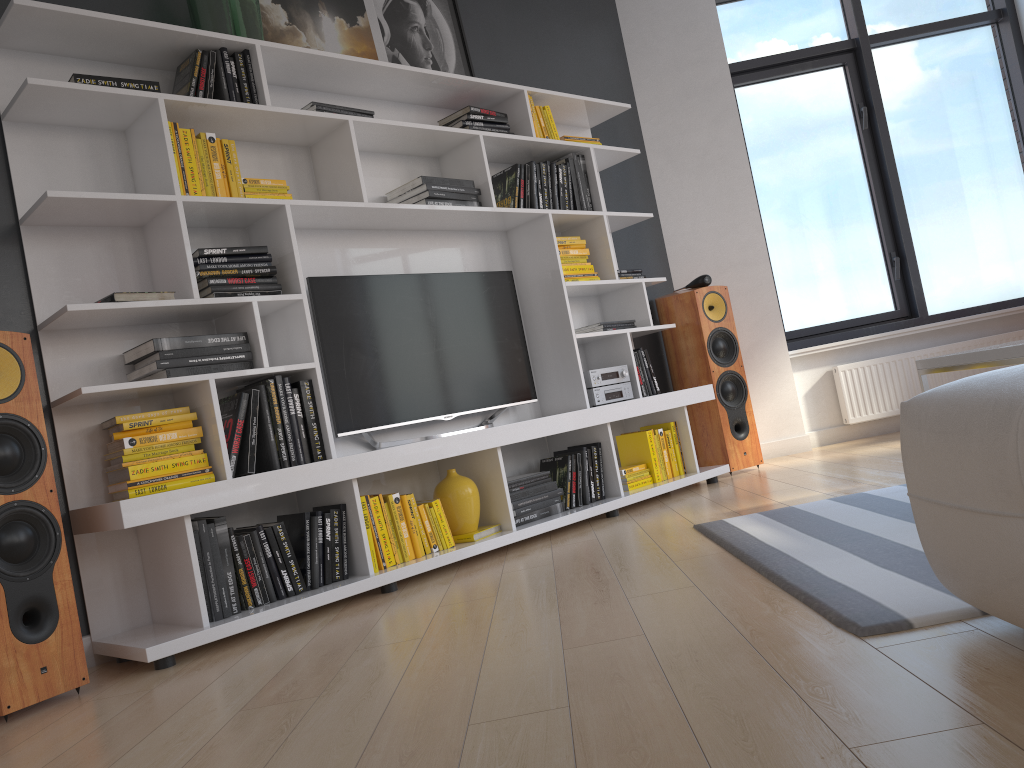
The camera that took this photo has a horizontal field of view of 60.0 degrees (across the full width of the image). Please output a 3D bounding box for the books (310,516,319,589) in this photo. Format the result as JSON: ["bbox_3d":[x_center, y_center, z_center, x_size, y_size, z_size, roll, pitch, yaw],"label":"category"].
[{"bbox_3d":[-0.719,0.585,3.070,0.069,0.242,0.172,-9,-3,-43],"label":"books"}]

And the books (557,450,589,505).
[{"bbox_3d":[0.278,0.431,4.024,0.069,0.242,0.172,-9,-3,-43],"label":"books"}]

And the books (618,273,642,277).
[{"bbox_3d":[0.564,-0.552,4.624,0.198,0.015,0.142,-9,-3,-45],"label":"books"}]

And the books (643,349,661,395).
[{"bbox_3d":[0.662,-0.048,4.614,0.066,0.242,0.177,-9,-3,-44],"label":"books"}]

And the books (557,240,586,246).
[{"bbox_3d":[0.234,-0.685,4.430,0.223,0.023,0.163,-9,-3,-40],"label":"books"}]

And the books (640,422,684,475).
[{"bbox_3d":[0.768,0.341,4.543,0.029,0.270,0.204,-9,-3,-44],"label":"books"}]

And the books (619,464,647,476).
[{"bbox_3d":[0.544,0.422,4.313,0.186,0.026,0.138,-9,-3,-44],"label":"books"}]

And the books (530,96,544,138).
[{"bbox_3d":[0.064,-1.263,4.329,0.054,0.224,0.164,-9,-3,-45],"label":"books"}]

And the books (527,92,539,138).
[{"bbox_3d":[0.044,-1.264,4.273,0.041,0.229,0.161,-9,-3,-45],"label":"books"}]

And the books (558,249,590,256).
[{"bbox_3d":[0.242,-0.634,4.428,0.239,0.033,0.176,-9,-3,-41],"label":"books"}]

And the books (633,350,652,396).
[{"bbox_3d":[0.622,-0.043,4.571,0.050,0.242,0.169,-9,-3,-44],"label":"books"}]

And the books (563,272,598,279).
[{"bbox_3d":[0.267,-0.513,4.404,0.257,0.024,0.203,-9,-3,-41],"label":"books"}]

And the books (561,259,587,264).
[{"bbox_3d":[0.245,-0.590,4.399,0.217,0.023,0.145,-9,-3,-40],"label":"books"}]

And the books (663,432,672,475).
[{"bbox_3d":[0.718,0.363,4.483,0.023,0.239,0.169,-9,-3,-44],"label":"books"}]

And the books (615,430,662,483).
[{"bbox_3d":[0.626,0.369,4.397,0.044,0.255,0.198,-9,-3,-44],"label":"books"}]

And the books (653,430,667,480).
[{"bbox_3d":[0.677,0.364,4.445,0.019,0.251,0.180,-9,-3,-44],"label":"books"}]

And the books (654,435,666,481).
[{"bbox_3d":[0.677,0.376,4.416,0.024,0.229,0.156,-9,-3,-44],"label":"books"}]

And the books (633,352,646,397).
[{"bbox_3d":[0.580,-0.032,4.549,0.053,0.240,0.189,-9,-3,-43],"label":"books"}]

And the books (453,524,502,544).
[{"bbox_3d":[-0.208,0.613,3.579,0.270,0.029,0.204,-13,-3,31],"label":"books"}]

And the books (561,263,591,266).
[{"bbox_3d":[0.242,-0.570,4.419,0.251,0.014,0.189,-9,-3,-41],"label":"books"}]

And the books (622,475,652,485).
[{"bbox_3d":[0.561,0.469,4.307,0.196,0.011,0.148,-9,-3,-44],"label":"books"}]

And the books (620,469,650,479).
[{"bbox_3d":[0.559,0.440,4.306,0.187,0.014,0.134,-9,-3,-44],"label":"books"}]

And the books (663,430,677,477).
[{"bbox_3d":[0.739,0.362,4.497,0.024,0.234,0.172,-9,-3,-44],"label":"books"}]

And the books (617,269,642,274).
[{"bbox_3d":[0.552,-0.569,4.637,0.213,0.023,0.161,-9,-3,-40],"label":"books"}]

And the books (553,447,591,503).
[{"bbox_3d":[0.275,0.426,4.059,0.075,0.254,0.192,-9,-3,-45],"label":"books"}]

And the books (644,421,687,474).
[{"bbox_3d":[0.781,0.339,4.568,0.025,0.270,0.213,-9,-3,-44],"label":"books"}]

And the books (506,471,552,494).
[{"bbox_3d":[-0.018,0.438,3.848,0.250,0.047,0.310,-13,-3,42],"label":"books"}]

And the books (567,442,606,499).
[{"bbox_3d":[0.345,0.412,4.127,0.066,0.260,0.197,-9,-3,-44],"label":"books"}]

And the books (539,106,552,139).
[{"bbox_3d":[0.124,-1.251,4.342,0.044,0.178,0.128,-9,-3,-44],"label":"books"}]

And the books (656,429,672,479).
[{"bbox_3d":[0.698,0.361,4.462,0.035,0.250,0.185,-9,-3,-44],"label":"books"}]

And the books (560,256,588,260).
[{"bbox_3d":[0.238,-0.608,4.421,0.239,0.019,0.171,-9,-3,-44],"label":"books"}]

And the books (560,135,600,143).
[{"bbox_3d":[0.293,-1.224,4.566,0.257,0.024,0.203,-9,-3,-41],"label":"books"}]

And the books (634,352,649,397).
[{"bbox_3d":[0.602,-0.035,4.561,0.049,0.236,0.170,-9,-3,-43],"label":"books"}]

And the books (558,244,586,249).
[{"bbox_3d":[0.231,-0.661,4.426,0.227,0.022,0.160,-10,-3,-28],"label":"books"}]

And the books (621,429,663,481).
[{"bbox_3d":[0.646,0.364,4.419,0.015,0.263,0.199,-9,-3,-44],"label":"books"}]

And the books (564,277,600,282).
[{"bbox_3d":[0.280,-0.489,4.399,0.257,0.028,0.194,-9,-3,-39],"label":"books"}]

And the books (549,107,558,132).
[{"bbox_3d":[0.162,-1.260,4.396,0.044,0.184,0.142,-9,-3,-43],"label":"books"}]

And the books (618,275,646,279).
[{"bbox_3d":[0.570,-0.534,4.622,0.213,0.023,0.161,-9,-3,-40],"label":"books"}]

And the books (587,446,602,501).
[{"bbox_3d":[0.322,0.420,4.102,0.084,0.249,0.191,-9,-3,-44],"label":"books"}]

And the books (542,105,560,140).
[{"bbox_3d":[0.152,-1.258,4.374,0.064,0.184,0.141,-9,-3,-43],"label":"books"}]

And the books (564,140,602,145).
[{"bbox_3d":[0.305,-1.200,4.561,0.257,0.028,0.194,-9,-3,-39],"label":"books"}]

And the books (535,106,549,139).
[{"bbox_3d":[0.105,-1.248,4.334,0.054,0.180,0.132,-9,-3,-44],"label":"books"}]

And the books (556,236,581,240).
[{"bbox_3d":[0.208,-0.703,4.441,0.223,0.023,0.163,-9,-3,-40],"label":"books"}]

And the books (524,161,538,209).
[{"bbox_3d":[0.048,-0.920,4.264,0.075,0.254,0.192,-9,-3,-45],"label":"books"}]

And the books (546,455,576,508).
[{"bbox_3d":[0.213,0.446,3.997,0.096,0.234,0.187,-9,-3,-43],"label":"books"}]

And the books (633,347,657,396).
[{"bbox_3d":[0.634,-0.049,4.599,0.066,0.255,0.193,-9,-3,-44],"label":"books"}]

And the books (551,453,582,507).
[{"bbox_3d":[0.245,0.440,4.009,0.081,0.233,0.169,-9,-3,-45],"label":"books"}]

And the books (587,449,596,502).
[{"bbox_3d":[0.300,0.429,4.073,0.068,0.243,0.179,-9,-3,-45],"label":"books"}]

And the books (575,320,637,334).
[{"bbox_3d":[0.448,-0.271,4.512,0.250,0.047,0.310,-13,-3,42],"label":"books"}]

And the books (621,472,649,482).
[{"bbox_3d":[0.568,0.453,4.290,0.169,0.018,0.113,-9,-3,-43],"label":"books"}]

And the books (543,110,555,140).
[{"bbox_3d":[0.147,-1.246,4.346,0.046,0.161,0.108,-9,-3,-45],"label":"books"}]

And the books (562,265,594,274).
[{"bbox_3d":[0.258,-0.545,4.410,0.243,0.042,0.189,-9,-3,-44],"label":"books"}]

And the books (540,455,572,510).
[{"bbox_3d":[0.192,0.448,3.971,0.104,0.234,0.182,-9,-3,-44],"label":"books"}]

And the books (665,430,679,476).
[{"bbox_3d":[0.755,0.360,4.518,0.024,0.234,0.172,-9,-3,-44],"label":"books"}]

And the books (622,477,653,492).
[{"bbox_3d":[0.568,0.491,4.303,0.190,0.033,0.147,-9,-3,-44],"label":"books"}]

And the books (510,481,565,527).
[{"bbox_3d":[0.019,0.524,3.833,0.277,0.137,0.343,-13,-3,41],"label":"books"}]

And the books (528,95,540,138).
[{"bbox_3d":[0.048,-1.261,4.302,0.163,0.224,0.041,-13,-3,44],"label":"books"}]
